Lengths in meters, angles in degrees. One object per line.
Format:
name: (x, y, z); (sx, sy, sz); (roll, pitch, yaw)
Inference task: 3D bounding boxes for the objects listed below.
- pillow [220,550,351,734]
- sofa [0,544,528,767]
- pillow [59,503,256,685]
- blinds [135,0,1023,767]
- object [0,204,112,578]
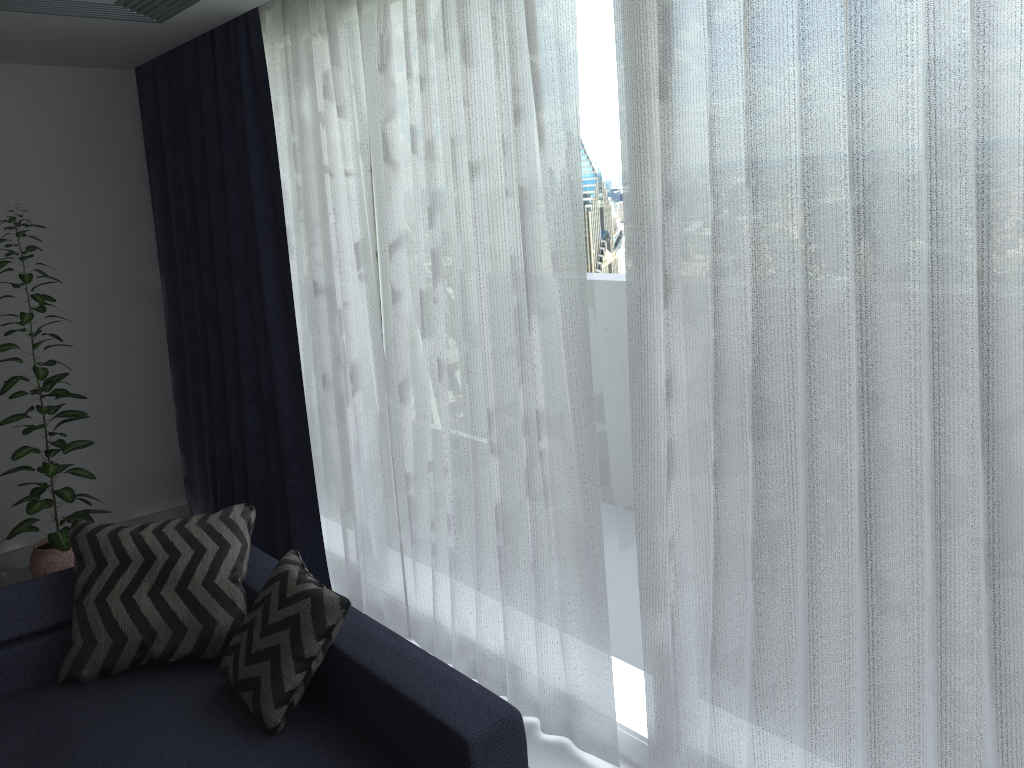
pillow: (-0.669, 0.737, 2.564); (0.288, 0.341, 0.417); (-10, 11, -34)
sofa: (-1.493, 1.147, 1.750); (2.896, 0.601, 1.909); (-13, 14, -39)
pillow: (-1.140, 0.711, 2.886); (0.598, 0.512, 0.359); (-5, 8, -9)
blinds: (-1.795, 0.291, 0.703); (5.840, 2.740, 7.179); (-11, 13, -35)
object: (-2.201, 0.081, 4.137); (0.503, 1.825, 0.488); (-1, 7, 19)
